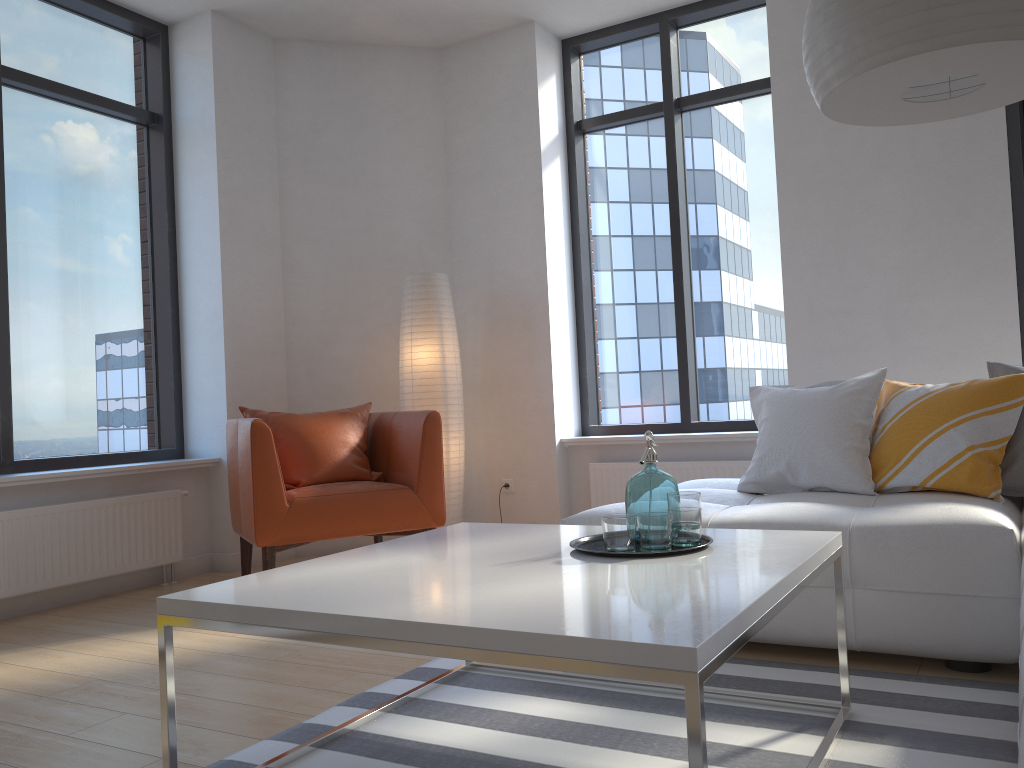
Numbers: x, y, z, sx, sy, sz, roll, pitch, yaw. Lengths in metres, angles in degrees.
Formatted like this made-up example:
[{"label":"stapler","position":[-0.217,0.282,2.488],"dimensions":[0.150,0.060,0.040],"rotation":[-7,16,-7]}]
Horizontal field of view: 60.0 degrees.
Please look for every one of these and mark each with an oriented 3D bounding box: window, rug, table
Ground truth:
[{"label":"window","position":[0.962,-0.923,5.082],"dimensions":[1.310,2.402,0.170],"rotation":[-4,-2,30]},{"label":"rug","position":[0.059,0.817,1.656],"dimensions":[1.662,0.016,2.326],"rotation":[-4,-2,30]},{"label":"table","position":[0.059,0.603,1.926],"dimensions":[1.091,0.435,1.091],"rotation":[-4,-2,30]},{"label":"window","position":[-2.410,-0.786,4.084],"dimensions":[0.170,2.402,1.960],"rotation":[-4,-2,30]},{"label":"window","position":[2.951,-1.056,3.933],"dimensions":[1.310,2.402,0.170],"rotation":[-4,-2,30]}]

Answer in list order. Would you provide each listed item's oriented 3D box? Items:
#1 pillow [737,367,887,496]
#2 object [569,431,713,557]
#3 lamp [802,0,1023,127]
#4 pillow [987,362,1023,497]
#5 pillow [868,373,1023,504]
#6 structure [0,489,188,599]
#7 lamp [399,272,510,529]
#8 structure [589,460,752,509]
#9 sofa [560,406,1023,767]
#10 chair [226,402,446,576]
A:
[{"label":"pillow","position":[1.447,0.144,2.602],"dimensions":[0.580,0.456,2.156],"rotation":[-2,-2,-34]},{"label":"object","position":[0.292,0.245,2.062],"dimensions":[0.330,0.265,0.330],"rotation":[-2,-2,-36]},{"label":"lamp","position":[2.160,-0.578,2.610],"dimensions":[3.199,2.647,0.710],"rotation":[-2,-2,-24]},{"label":"pillow","position":[1.435,0.115,1.660],"dimensions":[0.647,0.453,2.953],"rotation":[-3,-2,18]},{"label":"pillow","position":[1.565,0.148,2.306],"dimensions":[0.630,0.440,2.095],"rotation":[-2,-2,-13]},{"label":"structure","position":[-2.031,0.763,3.900],"dimensions":[0.110,0.460,1.474],"rotation":[-4,-2,30]},{"label":"lamp","position":[-0.211,0.157,4.898],"dimensions":[0.804,1.550,0.502],"rotation":[-3,-2,-10]},{"label":"structure","position":[0.901,0.643,4.734],"dimensions":[1.015,0.460,0.110],"rotation":[-4,-2,30]},{"label":"sofa","position":[1.030,0.416,1.900],"dimensions":[2.614,0.732,3.424],"rotation":[-4,-2,30]},{"label":"chair","position":[-0.882,0.515,4.255],"dimensions":[0.896,0.858,0.843],"rotation":[-2,-2,-28]}]
